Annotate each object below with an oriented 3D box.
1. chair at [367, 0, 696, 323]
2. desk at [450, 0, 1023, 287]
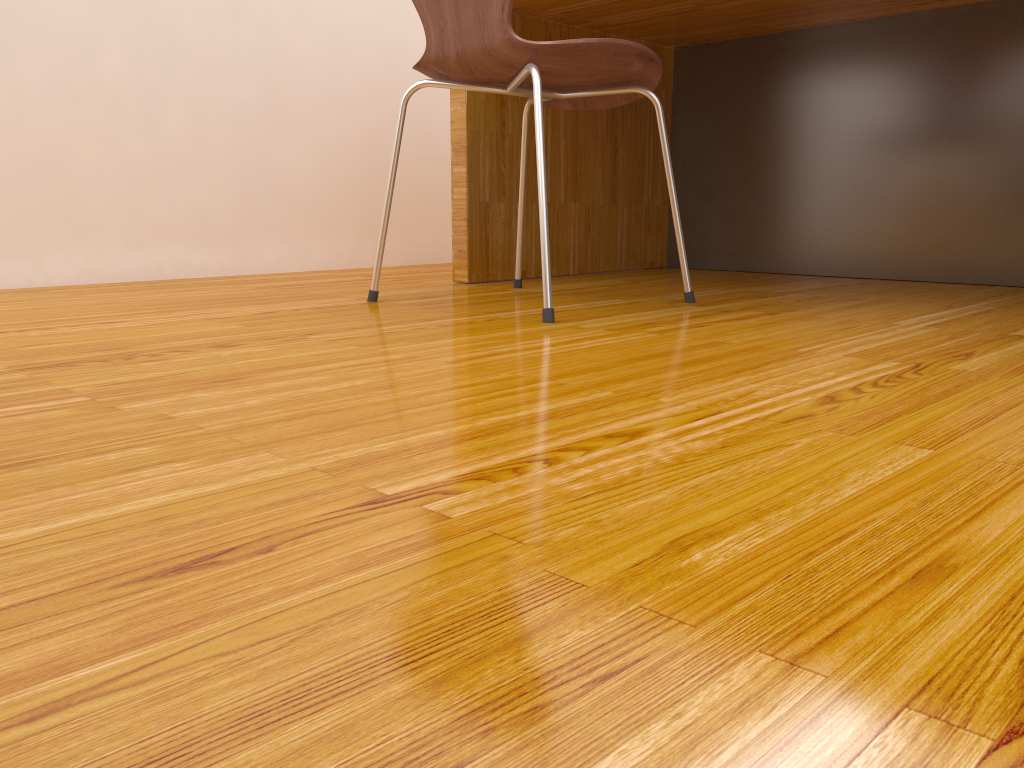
[{"bbox_3d":[0.030,-0.477,1.451,0.428,0.693,0.381,11,16,43],"label":"chair"},{"bbox_3d":[1.523,-0.321,1.320,3.243,0.785,1.527,11,16,43],"label":"desk"}]
